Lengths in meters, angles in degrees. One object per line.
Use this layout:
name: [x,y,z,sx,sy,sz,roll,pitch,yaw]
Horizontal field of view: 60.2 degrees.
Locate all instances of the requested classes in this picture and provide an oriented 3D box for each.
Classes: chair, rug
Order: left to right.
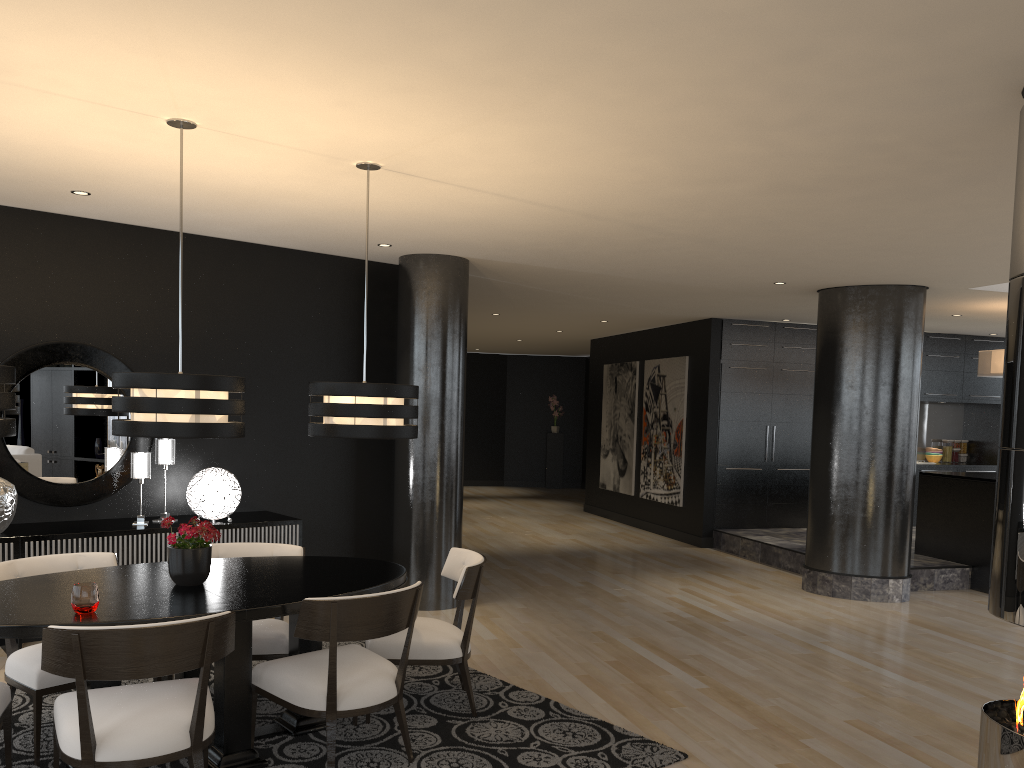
chair: [-2.226,1.200,3.215,0.616,0.809,0.640,1,2,-19]
chair: [-2.051,1.233,4.110,0.614,0.809,0.642,3,2,36]
chair: [-1.392,1.226,3.285,0.643,0.809,0.614,1,2,-30]
rug: [-1.488,1.640,3.903,3.724,0.011,2.710,3,-2,-40]
chair: [-1.411,1.266,4.588,0.643,0.809,0.614,1,2,-11]
chair: [-0.746,1.263,3.861,0.614,0.809,0.642,3,2,43]
chair: [-0.453,1.295,4.616,0.616,0.809,0.640,1,2,-11]

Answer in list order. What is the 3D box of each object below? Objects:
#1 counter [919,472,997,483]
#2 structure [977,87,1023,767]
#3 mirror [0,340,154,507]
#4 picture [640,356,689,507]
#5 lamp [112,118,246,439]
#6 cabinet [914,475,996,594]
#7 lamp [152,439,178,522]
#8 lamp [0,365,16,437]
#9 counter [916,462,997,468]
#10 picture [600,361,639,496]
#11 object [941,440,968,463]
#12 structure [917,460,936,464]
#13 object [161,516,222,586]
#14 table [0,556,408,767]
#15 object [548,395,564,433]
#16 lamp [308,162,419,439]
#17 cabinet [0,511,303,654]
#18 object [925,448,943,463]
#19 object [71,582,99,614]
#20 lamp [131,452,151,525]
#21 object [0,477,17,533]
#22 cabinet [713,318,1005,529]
counter: [5.835,0.961,8.957,3.116,0.032,1.177,2,-2,-17]
structure: [2.060,0.347,2.892,0.587,2.754,0.888,0,4,-29]
mirror: [-2.867,0.261,5.719,1.076,1.082,0.025,1,3,-39]
picture: [1.989,0.608,11.526,0.077,1.881,1.150,1,2,-17]
lamp: [-1.411,-0.441,3.762,0.535,1.334,0.533,-1,4,-40]
cabinet: [5.819,1.497,8.991,3.116,1.042,1.176,2,0,-17]
lamp: [-2.315,0.641,5.895,0.132,0.552,0.124,2,4,13]
lamp: [-2.105,-0.479,3.191,0.535,1.334,0.533,-1,4,-40]
counter: [5.066,1.061,11.729,2.862,0.034,0.728,2,-2,-17]
picture: [1.571,0.637,12.865,0.077,1.881,1.150,1,2,-17]
object: [6.167,0.936,12.297,0.366,0.317,0.113,1,3,-17]
structure: [5.072,1.038,11.709,0.901,0.067,0.519,2,-2,-17]
object: [-1.400,0.728,3.856,0.237,0.299,0.228,0,2,-37]
table: [-1.420,1.262,3.907,2.107,0.772,1.206,3,-1,-38]
object: [0.903,0.616,18.152,0.338,0.790,0.227,2,3,12]
lamp: [-0.717,-0.403,4.332,0.535,1.334,0.533,-1,4,-40]
cabinet: [-2.526,1.288,5.718,2.238,0.769,0.608,3,1,-39]
object: [5.814,0.981,12.166,0.205,0.206,0.184,1,1,-16]
object: [-1.592,0.800,3.294,0.095,0.106,0.095,1,1,-29]
lamp: [-2.413,0.676,5.741,0.125,0.467,0.131,1,3,-17]
object: [-3.061,0.265,5.106,0.343,1.214,0.342,0,4,-31]
cabinet: [5.088,0.604,11.677,5.730,2.537,0.724,2,3,-17]
